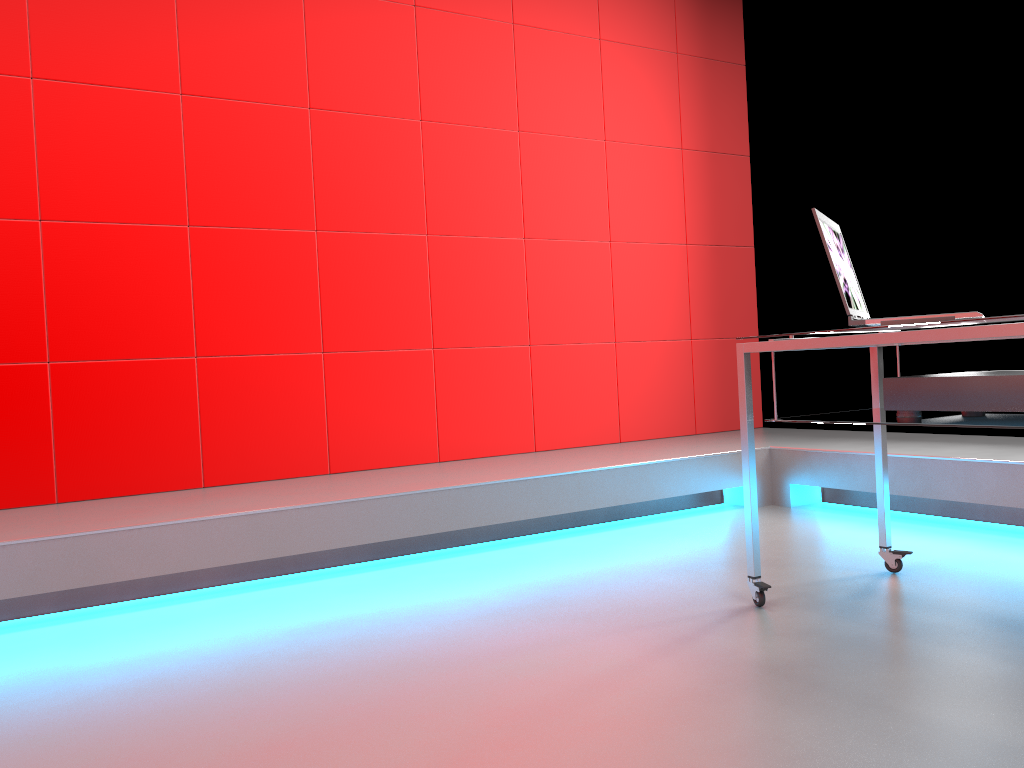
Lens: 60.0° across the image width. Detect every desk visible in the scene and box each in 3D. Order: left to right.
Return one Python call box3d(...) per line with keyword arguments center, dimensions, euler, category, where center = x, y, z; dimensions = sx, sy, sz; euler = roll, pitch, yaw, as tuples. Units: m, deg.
box3d(center=(1.238, 0.199, 1.738), dimensions=(0.594, 0.690, 1.617), euler=(-3, 1, -31), category="desk")

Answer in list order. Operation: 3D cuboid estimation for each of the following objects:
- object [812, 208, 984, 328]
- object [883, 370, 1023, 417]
box3d(center=(0.933, -0.278, 2.122), dimensions=(0.340, 0.285, 0.342), euler=(-3, 1, 29), category="object")
box3d(center=(1.144, 0.019, 1.999), dimensions=(0.365, 0.092, 0.435), euler=(-3, 1, -31), category="object")
